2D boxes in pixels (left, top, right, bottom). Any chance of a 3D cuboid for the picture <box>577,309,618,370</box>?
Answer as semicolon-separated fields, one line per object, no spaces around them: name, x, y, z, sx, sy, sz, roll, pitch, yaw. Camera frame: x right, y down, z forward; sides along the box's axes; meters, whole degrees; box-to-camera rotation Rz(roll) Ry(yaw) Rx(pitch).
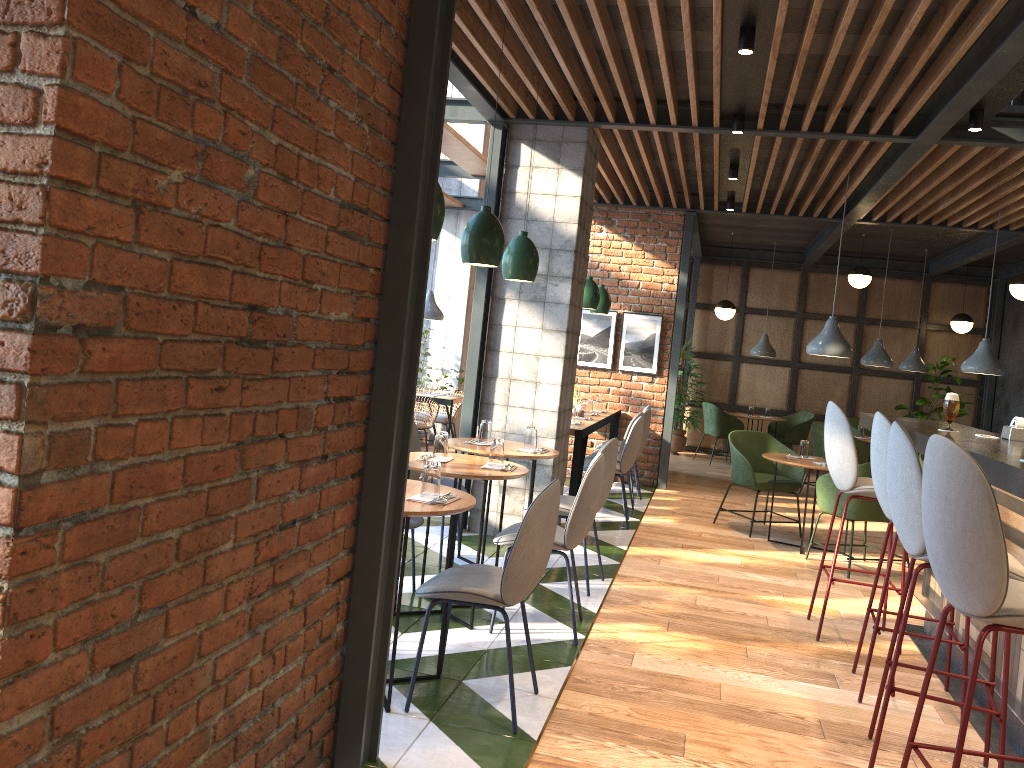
picture;0.890;-0.486;9.493;0.430;0.631;0.015;6;0;13

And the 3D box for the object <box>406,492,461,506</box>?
object;-0.305;0.437;3.423;0.157;0.019;0.242;7;3;16

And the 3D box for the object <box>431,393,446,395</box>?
object;-0.829;0.106;9.807;0.243;0.019;0.157;7;3;13

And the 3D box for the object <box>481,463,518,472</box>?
object;-0.064;0.411;4.442;0.157;0.019;0.243;6;3;9

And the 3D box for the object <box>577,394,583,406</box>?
object;0.679;0.178;8.962;0.080;0.138;0.080;6;1;34

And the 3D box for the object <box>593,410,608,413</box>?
object;0.885;0.269;8.889;0.157;0.019;0.242;7;3;13

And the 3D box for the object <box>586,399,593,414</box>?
object;0.731;0.212;8.384;0.080;0.138;0.080;6;1;-14

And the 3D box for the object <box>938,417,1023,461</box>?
object;1.962;0.195;3.432;0.322;0.106;1.509;7;3;16

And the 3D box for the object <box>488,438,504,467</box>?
object;-0.076;0.342;4.466;0.080;0.138;0.080;5;1;-37

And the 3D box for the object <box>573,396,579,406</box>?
object;0.545;0.139;8.171;0.145;0.276;0.146;6;1;-6

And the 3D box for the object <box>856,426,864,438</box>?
object;3.959;0.542;10.054;0.080;0.138;0.080;5;1;-40

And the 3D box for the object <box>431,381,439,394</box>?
object;-0.848;0.038;9.789;0.080;0.138;0.080;6;1;-14

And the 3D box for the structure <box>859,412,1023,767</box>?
structure;2.874;0.870;2.526;2.920;1.396;4.919;6;3;13

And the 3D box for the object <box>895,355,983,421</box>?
object;5.729;0.495;11.953;1.059;1.794;0.721;6;1;23

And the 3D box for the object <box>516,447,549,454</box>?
object;0.123;0.390;5.267;0.157;0.019;0.242;7;3;18

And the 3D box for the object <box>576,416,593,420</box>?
object;0.631;0.297;7.801;0.157;0.019;0.242;7;3;13

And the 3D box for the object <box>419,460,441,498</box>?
object;-0.314;0.368;3.449;0.080;0.138;0.080;5;1;-41

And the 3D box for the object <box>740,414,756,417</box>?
object;3.237;0.431;12.121;0.157;0.019;0.243;5;3;-22

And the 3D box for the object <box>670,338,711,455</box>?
object;2.375;0.147;12.703;0.977;1.722;0.915;6;1;-22

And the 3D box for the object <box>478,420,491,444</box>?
object;-0.162;0.288;5.370;0.080;0.138;0.080;6;1;-9

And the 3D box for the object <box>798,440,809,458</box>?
object;2.342;0.521;7.111;0.080;0.138;0.080;6;1;-5

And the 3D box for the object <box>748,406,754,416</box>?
object;3.270;0.368;12.118;0.080;0.138;0.080;6;1;-9

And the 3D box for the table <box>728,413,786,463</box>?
table;3.329;0.790;12.215;0.805;0.687;0.810;5;2;-37

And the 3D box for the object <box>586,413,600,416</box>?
object;0.742;0.281;8.358;0.157;0.019;0.242;7;3;13

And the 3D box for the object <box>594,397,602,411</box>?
object;0.874;0.200;8.915;0.080;0.138;0.080;6;1;-14

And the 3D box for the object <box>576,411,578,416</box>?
object;0.551;0.259;8.120;0.251;0.046;0.254;5;3;-13

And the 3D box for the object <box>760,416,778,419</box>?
object;3.554;0.458;12.225;0.157;0.019;0.243;5;3;-22

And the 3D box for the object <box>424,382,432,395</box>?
object;-0.900;0.047;9.506;0.080;0.138;0.080;6;1;-14

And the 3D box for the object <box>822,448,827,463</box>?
object;2.443;0.545;6.841;0.080;0.138;0.080;6;1;-5

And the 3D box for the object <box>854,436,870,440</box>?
object;3.926;0.605;10.057;0.157;0.019;0.243;5;3;-23

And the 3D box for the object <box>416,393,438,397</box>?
object;-0.924;0.112;9.486;0.243;0.019;0.157;7;3;13

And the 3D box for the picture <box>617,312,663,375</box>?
picture;1.355;-0.432;9.385;0.430;0.631;0.015;6;0;13

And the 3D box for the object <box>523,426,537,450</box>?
object;0.114;0.321;5.294;0.080;0.138;0.080;6;1;-19

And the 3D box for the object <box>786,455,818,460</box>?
object;2.348;0.587;7.139;0.242;0.019;0.158;5;3;-18

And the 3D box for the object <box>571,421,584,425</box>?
object;0.499;0.312;7.231;0.157;0.019;0.242;7;3;13

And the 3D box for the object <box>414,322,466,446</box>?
object;-1.107;-0.004;10.695;0.861;1.497;0.896;6;1;32

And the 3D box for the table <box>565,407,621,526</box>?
table;0.495;0.660;8.146;0.659;0.765;2.772;6;3;13

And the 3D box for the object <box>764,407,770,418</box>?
object;3.531;0.389;12.236;0.080;0.138;0.080;6;1;-9

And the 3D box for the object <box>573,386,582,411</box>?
object;0.583;0.146;8.050;0.115;0.282;0.128;6;1;9

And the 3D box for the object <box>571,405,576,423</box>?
object;0.488;0.243;7.256;0.080;0.138;0.080;6;1;36

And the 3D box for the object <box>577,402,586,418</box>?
object;0.620;0.228;7.827;0.080;0.138;0.080;6;1;-24

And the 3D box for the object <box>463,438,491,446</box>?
object;-0.187;0.351;5.389;0.157;0.019;0.242;7;3;18

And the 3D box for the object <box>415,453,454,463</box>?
object;-0.389;0.374;4.517;0.157;0.019;0.243;6;3;9

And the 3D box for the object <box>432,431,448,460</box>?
object;-0.361;0.311;4.501;0.080;0.138;0.080;6;1;23

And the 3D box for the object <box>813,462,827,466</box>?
object;2.432;0.612;6.815;0.242;0.019;0.158;5;3;-18

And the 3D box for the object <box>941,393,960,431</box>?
object;2.053;0.129;4.145;0.070;0.178;0.070;6;0;16
